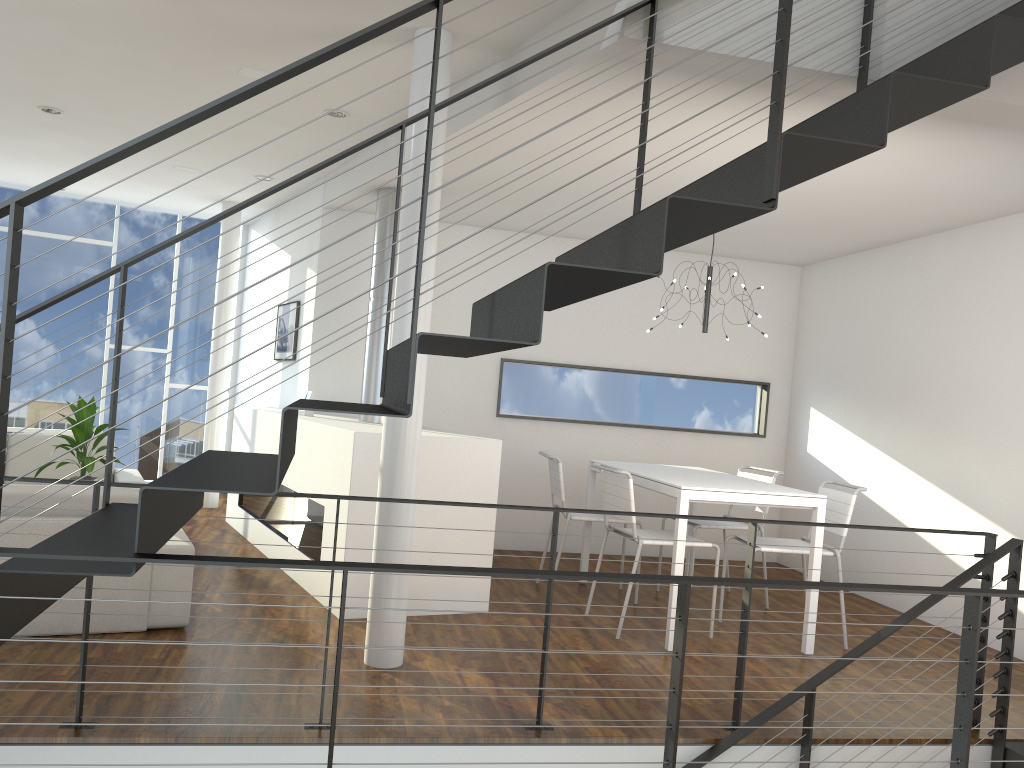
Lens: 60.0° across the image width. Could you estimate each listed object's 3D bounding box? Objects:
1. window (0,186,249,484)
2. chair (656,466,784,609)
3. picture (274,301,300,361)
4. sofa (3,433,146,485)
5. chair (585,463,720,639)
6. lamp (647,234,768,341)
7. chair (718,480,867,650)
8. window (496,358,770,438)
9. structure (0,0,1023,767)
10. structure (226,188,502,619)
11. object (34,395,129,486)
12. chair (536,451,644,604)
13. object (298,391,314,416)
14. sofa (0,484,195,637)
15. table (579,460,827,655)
[{"bbox_3d":[-3.850,-1.941,7.203,3.418,5.636,0.090,5,1,-28],"label":"window"},{"bbox_3d":[1.189,0.851,5.070,0.555,0.765,0.427,5,0,-17],"label":"chair"},{"bbox_3d":[-1.635,-0.378,6.421,0.020,0.415,0.574,4,0,-28],"label":"picture"},{"bbox_3d":[-3.159,0.595,5.487,1.612,0.565,0.802,5,-1,-27],"label":"sofa"},{"bbox_3d":[0.664,0.794,4.280,0.555,0.765,0.428,5,0,-15],"label":"chair"},{"bbox_3d":[1.048,-0.621,4.664,0.618,0.726,0.590,5,0,10],"label":"lamp"},{"bbox_3d":[1.374,0.854,4.366,0.555,0.765,0.428,5,0,-5],"label":"chair"},{"bbox_3d":[0.880,0.110,6.395,2.025,0.408,0.165,5,0,-12],"label":"window"},{"bbox_3d":[0.112,0.625,2.315,4.363,6.298,1.093,5,0,-12],"label":"structure"},{"bbox_3d":[-1.001,-0.041,5.350,0.751,2.206,2.748,5,0,-28],"label":"structure"},{"bbox_3d":[-2.237,0.358,4.687,0.432,0.601,0.457,5,0,-42],"label":"object"},{"bbox_3d":[0.413,0.784,4.928,0.555,0.765,0.428,5,0,-6],"label":"chair"},{"bbox_3d":[-1.251,0.116,5.388,0.061,0.151,0.100,4,0,-41],"label":"object"},{"bbox_3d":[-2.178,0.644,3.590,1.612,0.565,0.802,5,-1,-27],"label":"sofa"},{"bbox_3d":[0.907,0.834,4.613,0.700,0.720,1.400,5,-1,-12],"label":"table"}]
